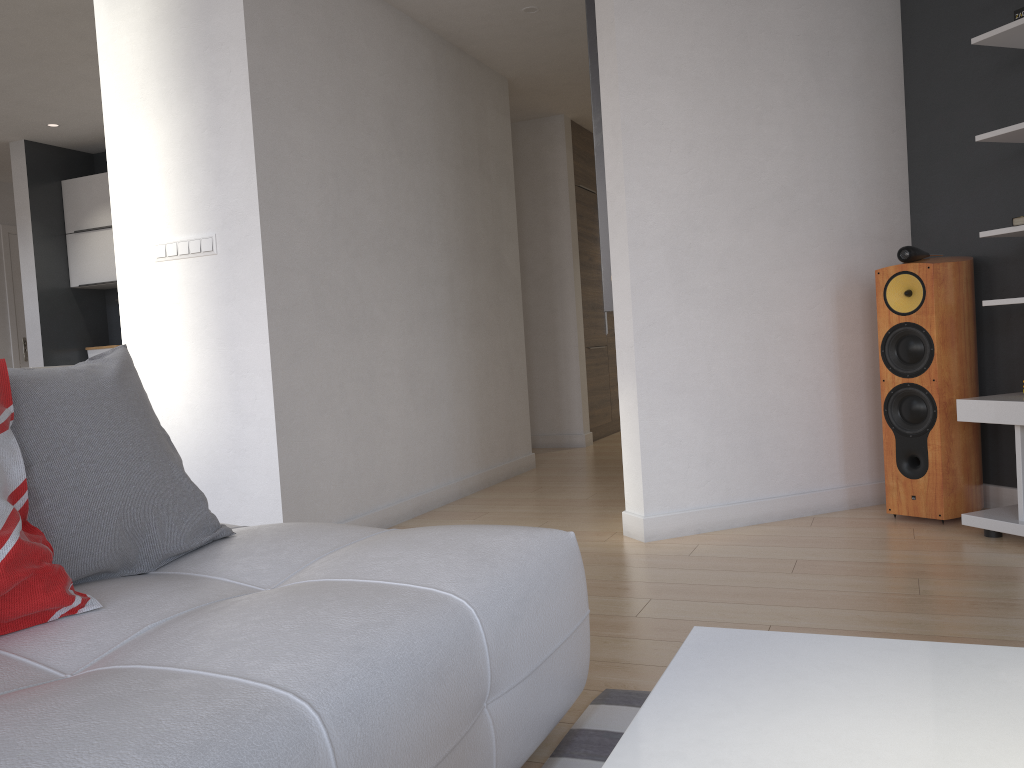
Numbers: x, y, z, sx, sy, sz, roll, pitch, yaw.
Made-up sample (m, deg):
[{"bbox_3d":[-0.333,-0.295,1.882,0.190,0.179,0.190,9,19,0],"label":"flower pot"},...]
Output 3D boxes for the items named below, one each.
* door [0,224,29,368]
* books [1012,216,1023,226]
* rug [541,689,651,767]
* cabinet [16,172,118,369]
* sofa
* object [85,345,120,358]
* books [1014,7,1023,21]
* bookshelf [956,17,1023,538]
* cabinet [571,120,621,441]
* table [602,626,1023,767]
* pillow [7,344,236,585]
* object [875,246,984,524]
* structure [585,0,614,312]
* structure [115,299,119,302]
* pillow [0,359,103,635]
[{"bbox_3d":[-4.126,-0.335,8.096,0.085,2.136,0.974,-3,3,23],"label":"door"},{"bbox_3d":[1.924,-0.578,3.090,0.266,0.030,0.209,-5,3,-28],"label":"books"},{"bbox_3d":[0.513,0.731,0.635,1.662,0.016,2.326,-3,3,23],"label":"rug"},{"bbox_3d":[-2.766,-0.504,5.457,4.694,2.501,2.402,-3,3,23],"label":"cabinet"},{"bbox_3d":[-0.464,0.450,0.275,2.614,0.732,3.424,-3,3,23],"label":"sofa"},{"bbox_3d":[-3.023,-0.215,6.746,0.380,0.148,0.263,-3,3,23],"label":"object"},{"bbox_3d":[1.891,-1.282,2.999,0.208,0.046,0.268,-5,3,-18],"label":"books"},{"bbox_3d":[2.344,-0.464,1.889,0.455,2.052,3.000,-5,3,-22],"label":"bookshelf"},{"bbox_3d":[0.868,-0.832,7.638,0.054,2.496,1.806,-3,3,23],"label":"cabinet"},{"bbox_3d":[0.518,0.520,0.363,1.091,0.435,1.091,-3,3,23],"label":"table"},{"bbox_3d":[-0.927,0.198,0.463,0.647,0.453,2.953,-3,2,11],"label":"pillow"},{"bbox_3d":[1.722,-0.011,3.593,0.434,1.088,0.290,-6,3,-37],"label":"object"},{"bbox_3d":[2.392,-1.755,4.902,2.823,4.339,4.190,-3,3,23],"label":"structure"},{"bbox_3d":[-1.672,-0.709,6.249,3.000,0.045,0.050,-3,3,23],"label":"structure"},{"bbox_3d":[-1.267,0.249,0.507,0.575,0.449,2.250,-3,3,21],"label":"pillow"}]
